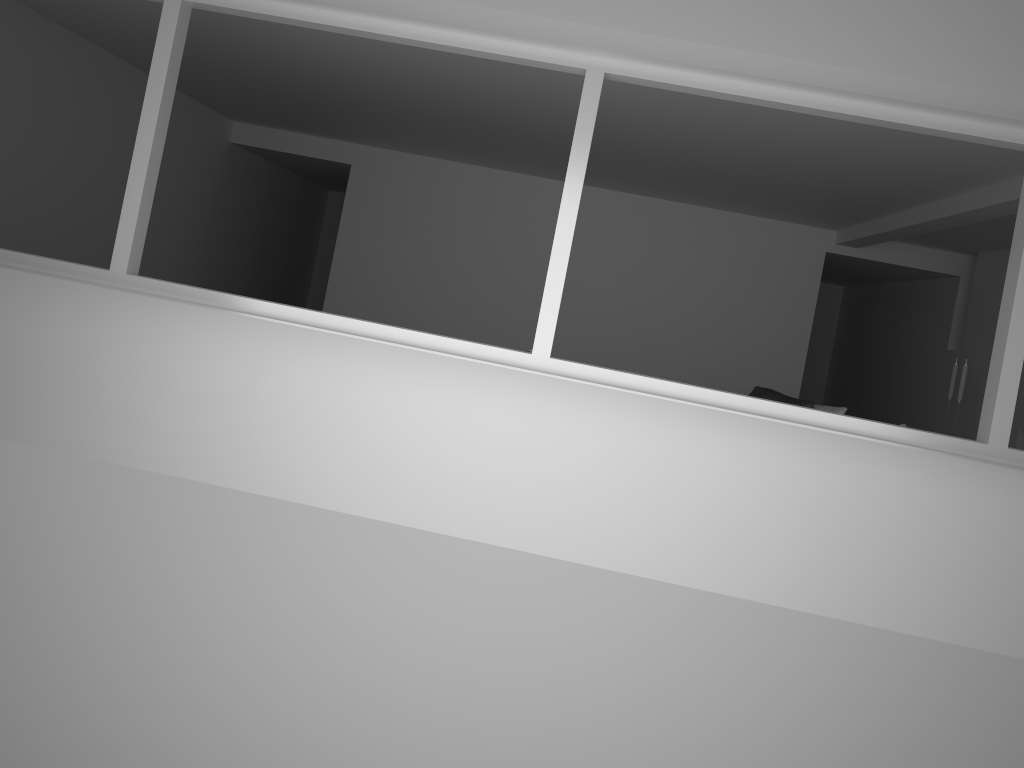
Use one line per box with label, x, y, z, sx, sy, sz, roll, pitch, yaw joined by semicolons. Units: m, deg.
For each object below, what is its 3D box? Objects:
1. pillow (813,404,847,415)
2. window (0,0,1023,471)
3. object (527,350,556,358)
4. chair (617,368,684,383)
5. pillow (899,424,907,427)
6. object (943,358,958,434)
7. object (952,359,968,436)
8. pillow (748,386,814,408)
pillow;2.349;0.372;6.962;0.322;0.499;0.588;11;3;-7
window;0.250;-0.752;3.901;8.063;1.435;0.110;11;-1;4
object;0.056;0.133;6.605;0.444;0.798;0.379;11;0;-13
chair;1.070;0.234;7.827;0.775;0.661;0.913;12;3;28
pillow;2.321;0.496;5.455;0.300;0.507;0.587;11;3;7
object;4.154;0.439;8.463;0.180;1.397;0.179;11;-1;4
object;4.022;0.457;8.025;0.180;1.397;0.179;11;-1;4
pillow;2.098;0.275;7.130;0.275;0.449;0.573;10;3;-42
